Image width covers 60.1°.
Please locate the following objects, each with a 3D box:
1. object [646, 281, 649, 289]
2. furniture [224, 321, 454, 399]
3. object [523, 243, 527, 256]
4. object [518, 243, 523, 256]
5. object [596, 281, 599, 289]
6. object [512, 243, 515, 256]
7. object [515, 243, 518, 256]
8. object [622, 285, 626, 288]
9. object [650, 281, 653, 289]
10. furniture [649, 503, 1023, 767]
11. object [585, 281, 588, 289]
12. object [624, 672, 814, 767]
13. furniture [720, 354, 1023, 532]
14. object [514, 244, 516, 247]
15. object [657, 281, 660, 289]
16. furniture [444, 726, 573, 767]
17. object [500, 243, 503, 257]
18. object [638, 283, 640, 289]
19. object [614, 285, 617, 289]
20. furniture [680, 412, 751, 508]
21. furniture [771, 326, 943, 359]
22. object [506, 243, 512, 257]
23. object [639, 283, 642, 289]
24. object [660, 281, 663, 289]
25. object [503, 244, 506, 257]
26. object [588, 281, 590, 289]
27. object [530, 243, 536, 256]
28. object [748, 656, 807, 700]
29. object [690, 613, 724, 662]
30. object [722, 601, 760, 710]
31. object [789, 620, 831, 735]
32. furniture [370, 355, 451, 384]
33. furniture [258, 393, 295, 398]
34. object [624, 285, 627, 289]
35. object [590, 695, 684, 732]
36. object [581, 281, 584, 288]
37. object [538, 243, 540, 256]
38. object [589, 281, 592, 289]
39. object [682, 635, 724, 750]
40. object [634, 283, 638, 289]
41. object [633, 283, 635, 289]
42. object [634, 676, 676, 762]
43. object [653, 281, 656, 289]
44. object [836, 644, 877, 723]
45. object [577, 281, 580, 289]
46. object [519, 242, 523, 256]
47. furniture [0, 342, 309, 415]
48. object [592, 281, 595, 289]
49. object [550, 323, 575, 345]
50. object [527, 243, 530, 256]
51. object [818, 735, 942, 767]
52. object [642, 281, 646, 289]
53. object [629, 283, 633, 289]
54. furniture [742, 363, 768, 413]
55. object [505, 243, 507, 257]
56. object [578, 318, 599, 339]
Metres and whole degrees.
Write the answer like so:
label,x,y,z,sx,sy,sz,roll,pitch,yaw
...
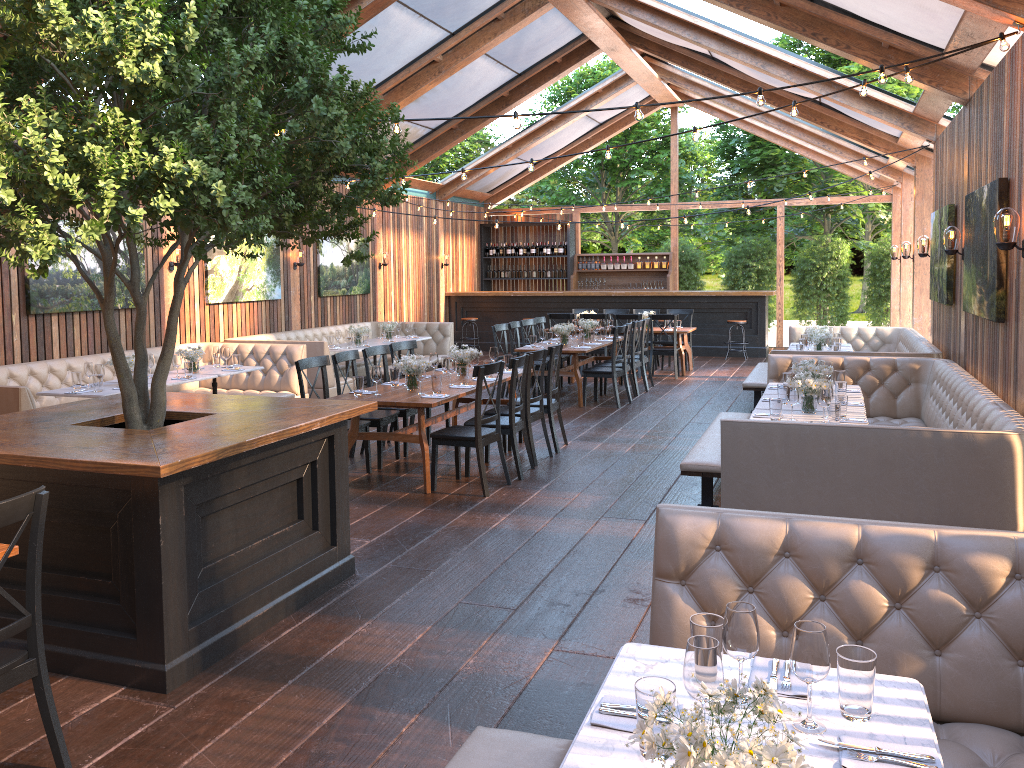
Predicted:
label,x,y,z,sx,sy,sz,roll,pitch,yaw
object,3.014,-2.202,19.686,0.073,0.180,0.074,-1,4,-6
furniture,-2.491,-0.405,13.585,1.710,0.855,4.181,2,8,20
object,0.307,-3.139,20.664,0.078,0.311,0.078,0,4,15
object,0.186,-3.154,20.790,0.136,0.314,0.137,-2,4,-18
object,1.945,-2.245,20.100,0.070,0.185,0.070,1,4,24
object,0.033,-3.143,20.745,0.077,0.306,0.077,2,5,36
object,0.109,-3.146,20.688,0.081,0.322,0.081,-1,4,-2
object,2.546,-2.204,20.073,0.124,0.096,0.124,3,7,31
object,3.095,-2.200,19.667,0.073,0.180,0.074,-1,4,-6
furniture,0.666,1.166,1.207,1.710,0.855,4.181,2,8,20
object,1.697,-2.253,20.184,0.070,0.185,0.070,1,4,24
object,0.402,0.718,1.621,0.329,0.308,0.337,-4,6,-28
furniture,2.731,0.404,6.881,1.710,0.855,4.181,2,8,20
object,0.073,-3.156,20.860,0.075,0.301,0.075,2,5,37
object,3.252,-2.197,19.627,0.073,0.180,0.074,-1,4,-6
furniture,-0.352,1.362,1.570,0.313,0.397,2.341,1,7,20
object,-0.245,-3.157,20.859,0.078,0.311,0.078,0,4,15
object,2.901,-2.222,20.050,0.097,0.134,0.098,0,5,6
object,2.364,-2.227,20.270,0.124,0.096,0.124,3,7,31
furniture,1.721,0.597,7.266,0.313,0.397,2.341,1,7,20
furniture,4.278,-0.167,11.133,1.710,0.855,4.181,2,8,20
object,-0.061,-3.155,20.816,0.136,0.314,0.137,-2,4,-18
object,2.912,-2.208,19.938,0.097,0.134,0.098,0,5,6
object,3.309,-2.191,19.577,0.073,0.180,0.074,-1,4,-6
object,-0.182,-3.145,20.792,0.075,0.301,0.075,2,5,37
object,1.775,-2.263,20.259,0.070,0.185,0.070,1,4,24
object,0.499,-3.133,20.599,0.136,0.314,0.137,-2,4,-18
object,0.701,0.770,2.311,0.157,0.019,0.256,2,8,20
object,0.516,0.699,2.337,0.092,0.157,0.092,0,5,6
object,0.569,0.673,2.201,0.092,0.243,0.092,-2,4,-22
object,0.699,0.687,2.079,0.092,0.243,0.092,-2,4,-22
furniture,-1.446,-0.138,13.215,0.313,0.397,2.341,1,7,20
furniture,-2.988,0.431,8.977,0.313,0.397,2.341,1,7,20
object,2.575,-2.224,20.225,0.124,0.096,0.124,3,7,31
object,0.325,0.797,2.133,0.255,0.019,0.158,2,8,20
object,1.605,-2.256,20.216,0.070,0.185,0.070,1,4,24
object,0.627,-3.135,20.631,0.077,0.306,0.077,2,5,36
object,1.786,-2.252,20.173,0.070,0.185,0.070,1,4,24
object,0.432,0.701,1.998,0.092,0.243,0.092,-2,4,-22
object,2.801,-2.209,19.960,0.097,0.134,0.098,0,5,6
object,2.796,-2.228,20.104,0.097,0.134,0.098,0,5,6
object,0.320,0.749,1.973,0.092,0.157,0.092,0,5,6
object,3.172,-2.198,19.639,0.073,0.180,0.074,-1,4,-6
object,0.827,0.722,2.127,0.092,0.157,0.092,0,5,6
object,1.526,-2.260,20.252,0.070,0.185,0.070,1,4,24
object,0.207,-3.147,20.659,0.087,0.333,0.088,-1,4,0
furniture,-4.035,0.165,9.343,1.710,0.855,4.181,2,8,20
object,1.850,-2.246,20.119,0.070,0.185,0.070,1,4,24
object,0.693,-0.680,11.909,0.337,0.308,0.330,-5,7,-35
object,0.377,-3.129,20.591,0.077,0.308,0.078,-1,4,-1
object,0.805,0.816,1.943,0.255,0.019,0.158,2,8,20
object,2.942,-2.206,19.723,0.073,0.180,0.074,-1,4,-6
object,2.688,-2.214,20.007,0.097,0.134,0.098,0,5,6
furniture,3.264,0.028,11.505,0.313,0.397,2.341,1,7,20
object,-0.136,-3.178,20.928,0.087,0.333,0.088,-1,4,0
object,1.099,-0.811,12.878,0.329,0.308,0.338,-2,6,-13
